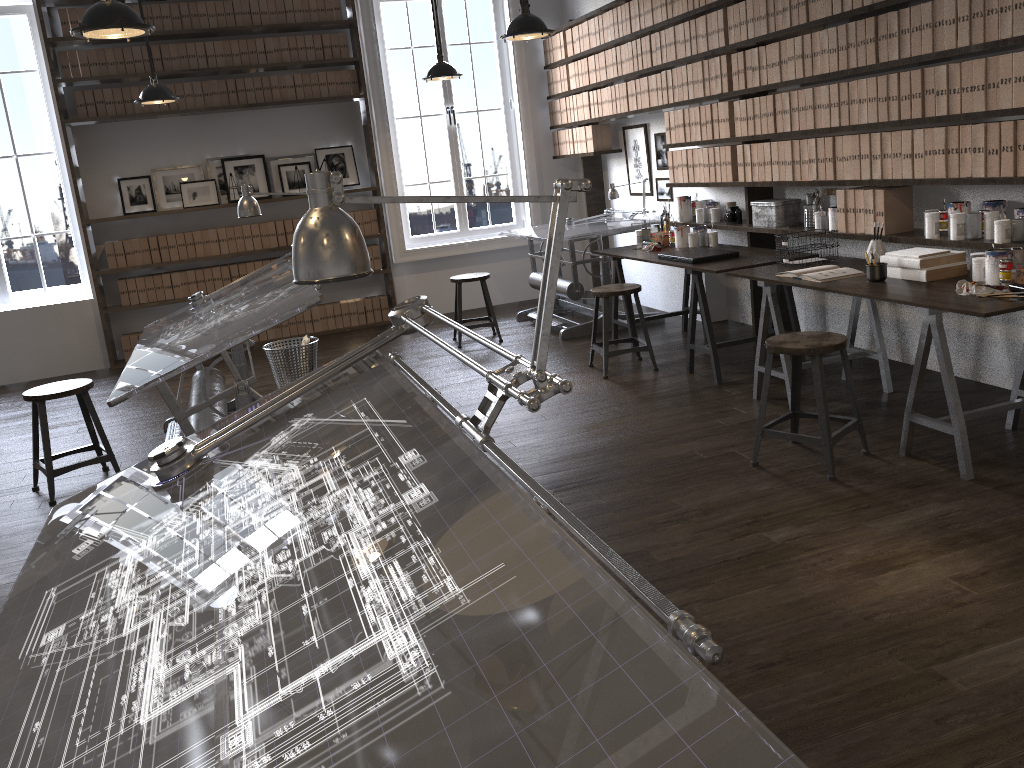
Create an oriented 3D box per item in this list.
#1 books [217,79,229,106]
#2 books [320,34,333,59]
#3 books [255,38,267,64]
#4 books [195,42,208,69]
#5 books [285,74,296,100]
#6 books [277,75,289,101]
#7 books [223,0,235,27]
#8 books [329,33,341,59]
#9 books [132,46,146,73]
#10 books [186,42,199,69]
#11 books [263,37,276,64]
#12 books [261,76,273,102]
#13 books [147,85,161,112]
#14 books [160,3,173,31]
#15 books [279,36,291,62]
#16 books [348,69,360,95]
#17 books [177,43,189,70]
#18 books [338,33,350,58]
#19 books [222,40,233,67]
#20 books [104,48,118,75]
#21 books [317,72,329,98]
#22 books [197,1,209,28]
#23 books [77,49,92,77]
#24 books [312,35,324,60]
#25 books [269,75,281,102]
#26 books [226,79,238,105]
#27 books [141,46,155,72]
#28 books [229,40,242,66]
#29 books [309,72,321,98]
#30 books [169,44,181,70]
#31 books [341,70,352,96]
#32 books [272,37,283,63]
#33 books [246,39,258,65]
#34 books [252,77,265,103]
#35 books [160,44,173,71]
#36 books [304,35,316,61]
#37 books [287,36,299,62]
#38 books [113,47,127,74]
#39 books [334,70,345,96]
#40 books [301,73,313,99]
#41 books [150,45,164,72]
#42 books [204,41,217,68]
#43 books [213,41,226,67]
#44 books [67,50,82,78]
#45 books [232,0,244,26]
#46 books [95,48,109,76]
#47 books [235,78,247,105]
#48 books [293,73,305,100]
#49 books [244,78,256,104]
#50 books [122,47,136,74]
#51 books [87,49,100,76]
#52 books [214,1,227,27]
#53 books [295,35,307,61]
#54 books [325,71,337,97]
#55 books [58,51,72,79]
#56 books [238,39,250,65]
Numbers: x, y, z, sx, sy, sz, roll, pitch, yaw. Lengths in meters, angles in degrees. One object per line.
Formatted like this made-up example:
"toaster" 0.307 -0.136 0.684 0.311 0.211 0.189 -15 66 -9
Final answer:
"books" -2.466 -2.474 7.564 0.067 0.223 0.176 -10 13 -16
"books" -1.631 -2.938 7.763 0.067 0.223 0.176 -10 13 -16
"books" -2.157 -2.838 7.602 0.067 0.223 0.176 -10 13 -16
"books" -2.616 -2.752 7.463 0.067 0.223 0.176 -10 13 -16
"books" -1.938 -2.573 7.723 0.067 0.223 0.176 -10 13 -16
"books" -1.997 -2.563 7.706 0.067 0.223 0.176 -10 13 -16
"books" -2.388 -3.109 7.483 0.067 0.223 0.176 -10 13 -16
"books" -1.563 -2.953 7.790 0.067 0.223 0.176 -10 13 -16
"books" -3.081 -2.663 7.319 0.067 0.223 0.176 -10 13 -16
"books" -2.683 -2.738 7.439 0.067 0.223 0.176 -10 13 -16
"books" -2.089 -2.852 7.625 0.067 0.223 0.176 -10 13 -16
"books" -2.124 -2.539 7.668 0.067 0.223 0.176 -10 13 -16
"books" -2.989 -2.374 7.400 0.067 0.223 0.176 -10 13 -16
"books" -2.857 -3.019 7.336 0.067 0.223 0.176 -10 13 -16
"books" -1.966 -2.874 7.660 0.067 0.223 0.176 -10 13 -16
"books" -1.415 -2.673 7.885 0.067 0.223 0.176 -10 13 -16
"books" -2.752 -2.725 7.418 0.067 0.223 0.176 -10 13 -16
"books" -1.490 -2.966 7.809 0.067 0.223 0.176 -10 13 -16
"books" -2.419 -2.790 7.525 0.067 0.223 0.176 -10 13 -16
"books" -3.278 -2.625 7.257 0.067 0.223 0.176 -10 13 -16
"books" -1.671 -2.624 7.804 0.067 0.223 0.176 -10 13 -16
"books" -2.586 -3.070 7.417 0.067 0.223 0.176 -10 13 -16
"books" -3.469 -2.589 7.200 0.067 0.223 0.176 -10 13 -16
"books" -1.703 -2.926 7.747 0.067 0.223 0.176 -10 13 -16
"books" -2.059 -2.550 7.682 0.067 0.223 0.176 -10 13 -16
"books" -2.394 -2.486 7.580 0.067 0.223 0.176 -10 13 -16
"books" -3.016 -2.677 7.344 0.067 0.223 0.176 -10 13 -16
"books" -2.354 -2.801 7.540 0.067 0.223 0.176 -10 13 -16
"books" -1.738 -2.612 7.788 0.067 0.223 0.176 -10 13 -16
"books" -2.812 -2.715 7.404 0.067 0.223 0.176 -10 13 -16
"books" -1.481 -2.661 7.863 0.067 0.223 0.176 -10 13 -16
"books" -2.030 -2.863 7.645 0.067 0.223 0.176 -10 13 -16
"books" -2.224 -2.827 7.585 0.067 0.223 0.176 -10 13 -16
"books" -2.191 -2.526 7.648 0.067 0.223 0.176 -10 13 -16
"books" -2.875 -2.703 7.387 0.067 0.223 0.176 -10 13 -16
"books" -1.769 -2.912 7.722 0.067 0.223 0.176 -10 13 -16
"books" -1.904 -2.888 7.684 0.067 0.223 0.176 -10 13 -16
"books" -3.216 -2.638 7.282 0.067 0.223 0.176 -10 13 -16
"books" -1.539 -2.648 7.841 0.067 0.223 0.176 -10 13 -16
"books" -1.804 -2.600 7.766 0.067 0.223 0.176 -10 13 -16
"books" -2.943 -2.689 7.361 0.067 0.223 0.176 -10 13 -16
"books" -2.545 -2.765 7.483 0.067 0.223 0.176 -10 13 -16
"books" -2.477 -2.778 7.506 0.067 0.223 0.176 -10 13 -16
"books" -3.536 -2.577 7.183 0.067 0.223 0.176 -10 13 -16
"books" -2.317 -3.122 7.504 0.067 0.223 0.176 -10 13 -16
"books" -3.342 -2.614 7.242 0.067 0.223 0.176 -10 13 -16
"books" -2.325 -2.501 7.607 0.067 0.223 0.176 -10 13 -16
"books" -1.869 -2.586 7.742 0.067 0.223 0.176 -10 13 -16
"books" -2.257 -2.513 7.623 0.067 0.223 0.176 -10 13 -16
"books" -3.149 -2.651 7.303 0.067 0.223 0.176 -10 13 -16
"books" -3.401 -2.602 7.223 0.067 0.223 0.176 -10 13 -16
"books" -2.455 -3.097 7.465 0.067 0.223 0.176 -10 13 -16
"books" -1.837 -2.900 7.705 0.067 0.223 0.176 -10 13 -16
"books" -1.602 -2.636 7.822 0.067 0.223 0.176 -10 13 -16
"books" -3.603 -2.565 7.165 0.067 0.223 0.176 -10 13 -16
"books" -2.291 -2.814 7.567 0.067 0.223 0.176 -10 13 -16
